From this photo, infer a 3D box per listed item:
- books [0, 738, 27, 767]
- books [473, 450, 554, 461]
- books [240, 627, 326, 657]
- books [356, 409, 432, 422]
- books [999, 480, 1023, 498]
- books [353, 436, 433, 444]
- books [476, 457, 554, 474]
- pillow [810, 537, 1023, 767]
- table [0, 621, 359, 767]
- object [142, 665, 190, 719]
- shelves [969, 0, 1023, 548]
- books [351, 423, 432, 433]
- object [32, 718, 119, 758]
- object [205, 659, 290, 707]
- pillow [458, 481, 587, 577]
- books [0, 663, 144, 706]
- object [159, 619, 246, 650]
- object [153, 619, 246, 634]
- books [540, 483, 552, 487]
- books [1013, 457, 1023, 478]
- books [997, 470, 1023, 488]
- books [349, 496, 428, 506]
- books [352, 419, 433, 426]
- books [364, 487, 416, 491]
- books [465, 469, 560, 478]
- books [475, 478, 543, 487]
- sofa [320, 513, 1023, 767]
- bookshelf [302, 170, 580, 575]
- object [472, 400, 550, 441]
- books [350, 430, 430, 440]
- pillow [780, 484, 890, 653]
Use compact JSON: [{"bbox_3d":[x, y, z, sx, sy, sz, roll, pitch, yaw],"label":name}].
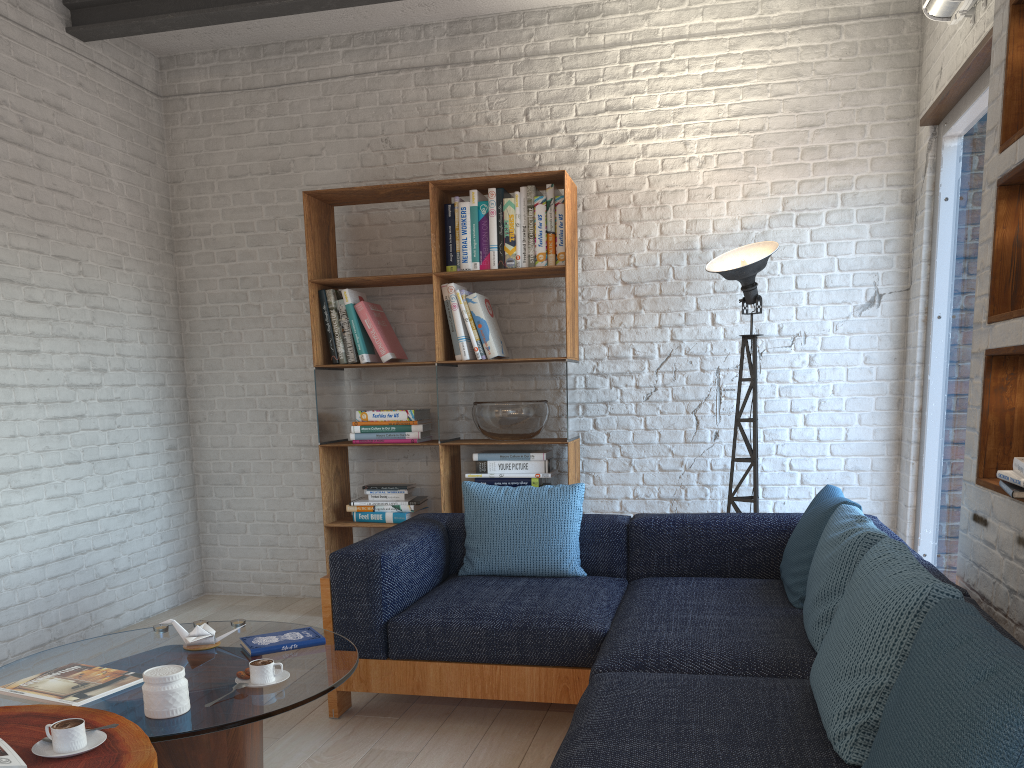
[{"bbox_3d":[-1.150,0.740,1.710,0.270,0.111,0.320,-3,1,-44],"label":"books"},{"bbox_3d":[0.011,0.369,4.525,0.380,0.037,0.240,-1,0,13],"label":"books"},{"bbox_3d":[-0.726,0.813,2.755,0.230,0.023,0.161,-1,0,-29],"label":"books"},{"bbox_3d":[-0.626,0.165,4.632,0.326,0.056,0.251,-1,0,15],"label":"books"},{"bbox_3d":[1.285,0.255,2.110,0.162,0.017,0.248,-2,0,23],"label":"books"},{"bbox_3d":[-0.631,0.299,4.652,0.356,0.021,0.268,-2,0,13],"label":"books"},{"bbox_3d":[0.018,0.421,4.537,0.380,0.066,0.240,-1,0,7],"label":"books"},{"bbox_3d":[0.749,0.571,1.644,0.254,0.423,1.192,0,1,13],"label":"pillow"},{"bbox_3d":[-1.108,1.024,2.225,1.076,0.454,1.801,-1,0,19],"label":"table"},{"bbox_3d":[-0.869,0.771,2.189,0.108,0.110,0.106,1,6,29],"label":"object"},{"bbox_3d":[1.314,-0.330,2.013,0.192,1.457,0.750,1,8,13],"label":"shelves"},{"bbox_3d":[-0.634,0.233,4.628,0.380,0.037,0.240,-1,0,7],"label":"books"},{"bbox_3d":[-0.960,0.763,1.904,0.146,0.057,0.172,-1,1,2],"label":"object"},{"bbox_3d":[-0.698,0.794,2.343,0.155,0.058,0.266,-1,0,6],"label":"object"},{"bbox_3d":[0.043,0.615,3.688,0.555,0.418,0.218,-1,8,12],"label":"pillow"},{"bbox_3d":[-1.215,0.830,2.414,0.318,0.011,0.249,-2,0,26],"label":"books"},{"bbox_3d":[-0.982,0.785,2.770,0.186,0.093,0.192,0,2,38],"label":"object"},{"bbox_3d":[-1.062,0.821,2.971,0.302,0.028,0.067,-1,1,-9],"label":"object"},{"bbox_3d":[0.019,0.564,4.544,0.379,0.066,0.240,-1,0,0],"label":"books"},{"bbox_3d":[1.291,0.201,2.093,0.132,0.034,0.203,-1,0,23],"label":"books"},{"bbox_3d":[1.289,0.228,2.091,0.171,0.019,0.232,-1,0,15],"label":"books"},{"bbox_3d":[-0.662,0.632,4.715,0.380,0.018,0.240,-1,0,6],"label":"books"},{"bbox_3d":[-0.633,0.204,4.642,0.356,0.021,0.268,-2,0,11],"label":"books"},{"bbox_3d":[-0.659,0.565,4.726,0.242,0.008,0.153,-2,0,13],"label":"books"},{"bbox_3d":[0.007,0.464,4.530,0.444,0.021,0.268,-2,0,13],"label":"books"},{"bbox_3d":[-0.011,0.503,4.528,0.326,0.056,0.250,-1,0,8],"label":"books"},{"bbox_3d":[0.114,0.881,2.051,2.079,0.672,3.886,-1,0,13],"label":"sofa"},{"bbox_3d":[-0.329,0.136,4.540,1.317,2.250,0.355,0,10,13],"label":"bookshelf"},{"bbox_3d":[-0.005,0.189,4.511,0.397,0.205,0.400,-3,2,-35],"label":"object"},{"bbox_3d":[-0.643,0.270,4.643,0.380,0.037,0.240,-1,0,8],"label":"books"},{"bbox_3d":[1.065,0.594,2.940,0.243,0.405,1.088,0,1,12],"label":"pillow"}]
